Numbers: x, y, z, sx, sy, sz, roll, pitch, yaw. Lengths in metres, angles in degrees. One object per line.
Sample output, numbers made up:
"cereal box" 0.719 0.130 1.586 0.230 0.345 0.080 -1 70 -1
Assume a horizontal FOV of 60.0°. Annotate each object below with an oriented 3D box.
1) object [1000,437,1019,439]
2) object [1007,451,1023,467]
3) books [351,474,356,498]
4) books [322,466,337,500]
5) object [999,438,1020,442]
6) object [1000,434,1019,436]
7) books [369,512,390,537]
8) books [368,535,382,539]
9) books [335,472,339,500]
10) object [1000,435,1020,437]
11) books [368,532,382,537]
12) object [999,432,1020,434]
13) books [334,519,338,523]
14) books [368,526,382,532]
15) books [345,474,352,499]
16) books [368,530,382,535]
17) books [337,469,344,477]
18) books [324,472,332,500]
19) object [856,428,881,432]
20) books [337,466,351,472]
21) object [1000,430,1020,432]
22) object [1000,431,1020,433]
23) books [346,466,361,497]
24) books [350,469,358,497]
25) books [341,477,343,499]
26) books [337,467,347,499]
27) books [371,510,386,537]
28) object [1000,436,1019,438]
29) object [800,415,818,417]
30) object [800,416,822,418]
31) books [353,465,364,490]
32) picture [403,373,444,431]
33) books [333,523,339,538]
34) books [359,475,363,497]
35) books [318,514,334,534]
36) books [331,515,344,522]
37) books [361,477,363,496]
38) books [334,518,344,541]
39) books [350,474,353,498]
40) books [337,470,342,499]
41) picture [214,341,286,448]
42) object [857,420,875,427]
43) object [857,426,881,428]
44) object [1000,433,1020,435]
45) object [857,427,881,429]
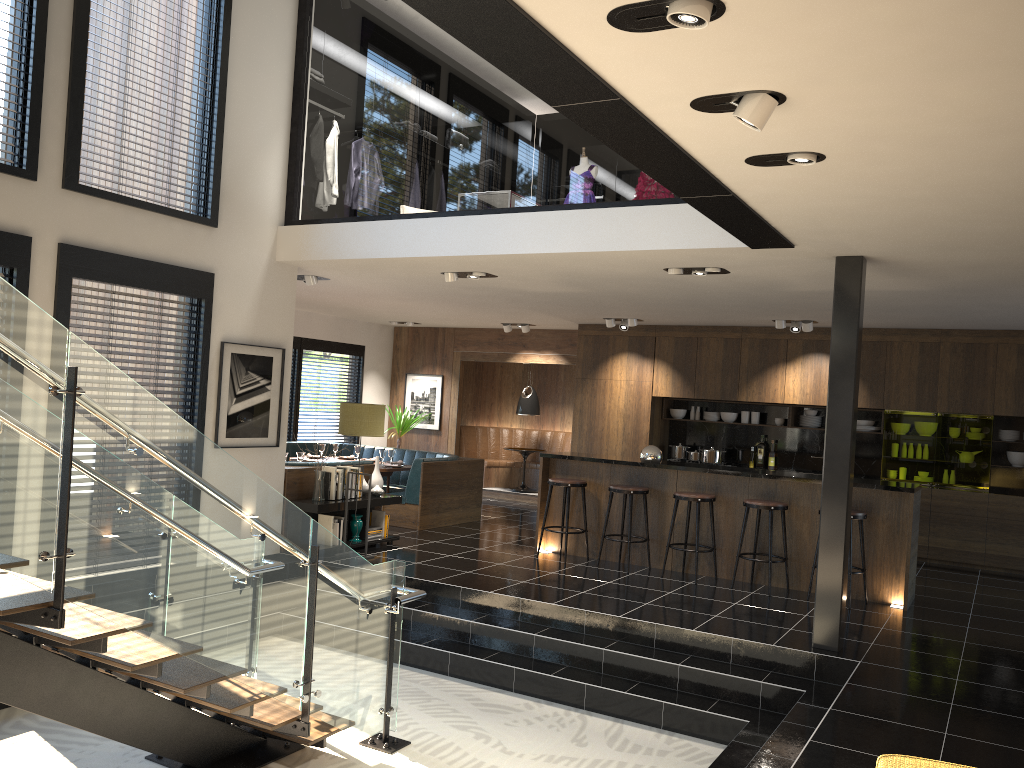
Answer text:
"object" 5.785 0.637 10.329 0.220 0.033 0.220 3 -1 39
"object" 5.880 0.876 10.278 0.264 0.170 0.264 4 -1 4
"books" -1.642 0.997 8.818 0.194 0.255 0.034 3 0 29
"books" -1.770 0.955 8.561 0.160 0.312 0.035 3 0 29
"object" 5.784 0.650 10.329 0.220 0.033 0.220 3 -1 39
"object" 5.787 0.602 10.329 0.220 0.033 0.220 3 -1 39
"books" -1.385 1.462 9.240 0.231 0.232 0.037 3 0 29
"books" -1.476 1.556 9.064 0.156 0.025 0.274 3 -1 26
"books" -1.764 0.981 8.594 0.173 0.262 0.030 3 0 29
"object" 5.787 0.615 10.329 0.220 0.033 0.220 3 -1 39
"books" -1.473 1.531 9.063 0.156 0.025 0.275 3 -1 25
"object" 5.789 0.582 10.329 0.220 0.033 0.220 3 -1 39
"books" -1.757 1.419 8.539 0.166 0.245 0.030 3 0 29
"books" -1.472 1.482 9.065 0.156 0.025 0.274 3 -1 33
"books" -1.672 0.993 8.738 0.202 0.255 0.025 3 0 29
"books" -1.469 1.507 9.062 0.167 0.024 0.261 3 -1 26
"books" -1.722 0.976 8.698 0.141 0.280 0.031 3 0 29
"books" -1.816 0.976 8.552 0.156 0.263 0.026 3 0 29
"object" 4.413 0.575 11.115 0.438 0.039 0.438 4 -1 -25
"books" -1.673 0.968 8.772 0.155 0.306 0.032 3 0 29
"object" 5.790 0.557 10.330 0.220 0.033 0.220 3 -1 39
"object" 5.790 0.569 10.329 0.220 0.033 0.220 3 -1 39
"books" -1.601 0.981 8.893 0.177 0.294 0.025 3 0 29
"books" -1.609 0.987 8.868 0.154 0.280 0.028 3 0 29
"books" -1.729 1.008 8.668 0.170 0.214 0.025 3 0 29
"books" -1.705 0.969 8.725 0.169 0.298 0.032 3 0 29
"books" -1.391 1.445 9.207 0.156 0.263 0.026 3 0 29
"object" 5.786 0.625 10.329 0.220 0.033 0.220 3 -1 39
"object" 3.874 0.428 11.501 0.269 0.024 0.269 4 -1 -22
"object" 3.873 0.437 11.501 0.269 0.024 0.269 4 -1 -22
"books" -1.565 0.979 8.992 0.131 0.307 0.022 3 0 29
"picture" -1.483 0.291 14.716 0.748 0.911 0.028 3 0 29
"books" -1.743 1.432 8.500 0.195 0.218 0.023 3 0 29
"books" -1.578 1.005 8.910 0.162 0.250 0.028 3 0 29
"books" -1.785 1.397 8.494 0.176 0.284 0.031 3 0 29
"books" -1.721 1.415 8.616 0.159 0.261 0.067 3 0 29
"books" -1.570 1.018 8.965 0.129 0.227 0.026 3 0 29
"books" -1.719 1.422 8.555 0.194 0.244 0.036 3 0 29
"books" -1.650 1.000 8.789 0.149 0.246 0.023 3 0 29
"books" -1.730 0.977 8.639 0.160 0.276 0.030 3 0 29
"picture" -2.313 0.110 7.865 0.028 0.911 0.749 3 -1 29
"object" 4.416 0.501 11.118 0.254 0.088 0.254 4 -1 -35
"object" 4.414 0.548 11.115 0.438 0.039 0.438 4 -1 -25
"object" 5.788 0.592 10.329 0.220 0.033 0.220 3 -1 39
"object" 4.413 0.563 11.115 0.438 0.039 0.438 4 -1 -25
